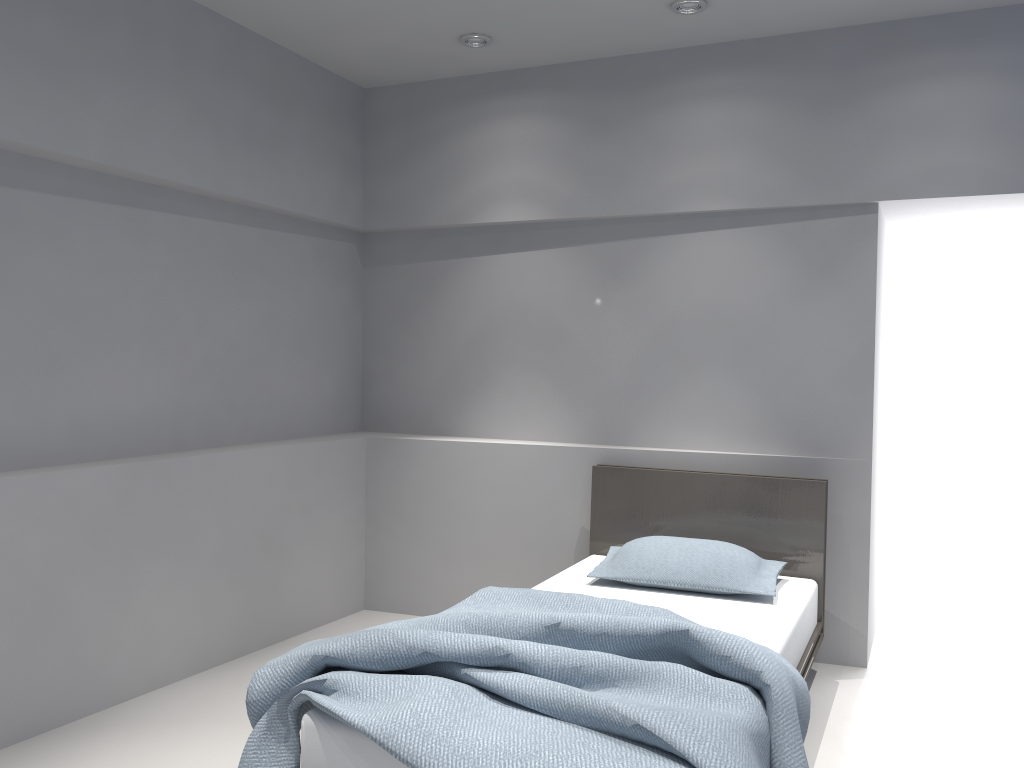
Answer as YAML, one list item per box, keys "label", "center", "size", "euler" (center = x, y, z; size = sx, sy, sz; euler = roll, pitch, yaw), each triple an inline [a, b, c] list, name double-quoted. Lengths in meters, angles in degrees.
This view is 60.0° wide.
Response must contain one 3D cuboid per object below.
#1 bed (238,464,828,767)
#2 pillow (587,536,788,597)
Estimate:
- label: "bed"
  center: [0.339, 0.786, 2.948]
  size: [1.411, 0.752, 2.319]
  euler: [2, 2, 25]
- label: "pillow"
  center: [0.707, 0.719, 3.565]
  size: [0.746, 0.173, 0.417]
  euler: [1, 2, 21]
